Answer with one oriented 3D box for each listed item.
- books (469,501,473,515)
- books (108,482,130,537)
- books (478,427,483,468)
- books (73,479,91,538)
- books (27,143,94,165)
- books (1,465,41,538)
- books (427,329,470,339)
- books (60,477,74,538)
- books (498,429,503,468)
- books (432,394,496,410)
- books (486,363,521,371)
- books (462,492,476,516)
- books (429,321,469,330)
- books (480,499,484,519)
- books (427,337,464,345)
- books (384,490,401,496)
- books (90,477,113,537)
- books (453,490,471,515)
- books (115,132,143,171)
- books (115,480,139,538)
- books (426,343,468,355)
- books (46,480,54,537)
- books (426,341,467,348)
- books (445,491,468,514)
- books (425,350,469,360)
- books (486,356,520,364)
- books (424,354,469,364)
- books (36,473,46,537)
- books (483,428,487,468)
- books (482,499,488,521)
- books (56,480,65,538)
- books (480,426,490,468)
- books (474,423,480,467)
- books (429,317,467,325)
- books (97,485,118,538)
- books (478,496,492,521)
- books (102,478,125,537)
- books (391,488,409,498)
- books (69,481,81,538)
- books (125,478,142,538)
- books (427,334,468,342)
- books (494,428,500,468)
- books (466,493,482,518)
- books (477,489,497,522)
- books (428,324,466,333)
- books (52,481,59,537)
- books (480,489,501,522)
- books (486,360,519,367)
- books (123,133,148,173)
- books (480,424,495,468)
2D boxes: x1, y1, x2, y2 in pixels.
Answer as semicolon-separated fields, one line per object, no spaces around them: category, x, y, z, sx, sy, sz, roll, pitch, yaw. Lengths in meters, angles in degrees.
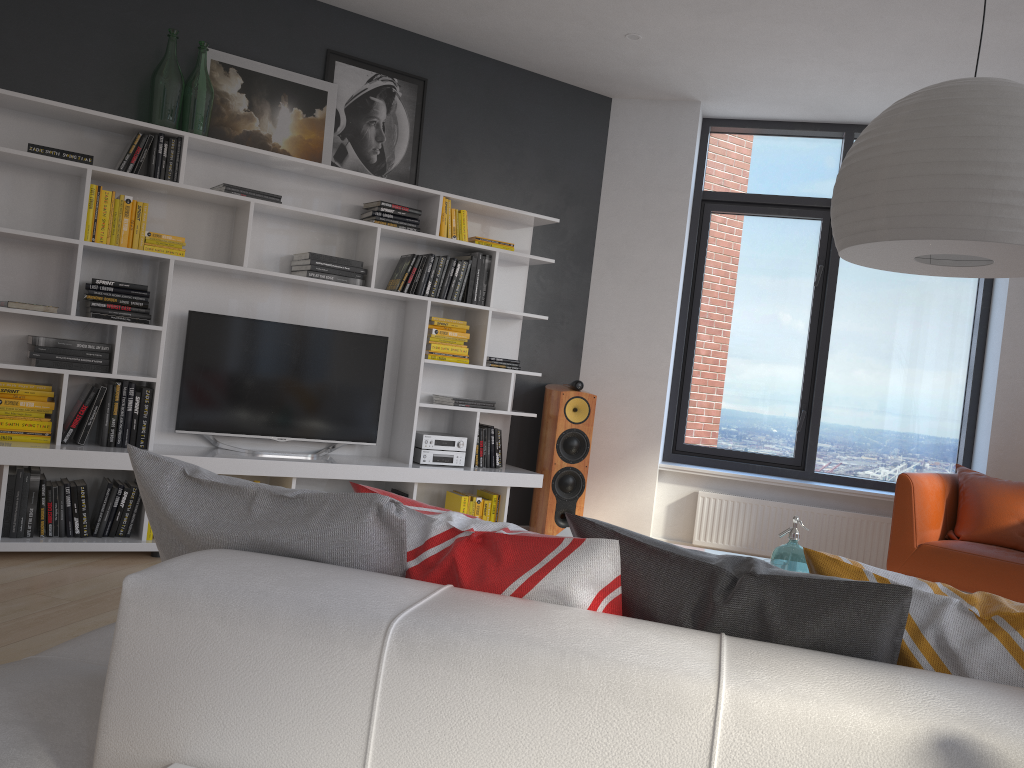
books;-0.288;0.796;5.258;0.024;0.229;0.156;6;0;-31
books;-1.912;0.604;4.289;0.071;0.243;0.179;6;0;-32
books;-0.230;0.376;5.372;0.053;0.240;0.189;6;0;-31
books;-2.039;0.587;4.206;0.083;0.249;0.191;6;0;-31
books;-2.105;-1.053;4.137;0.268;0.046;0.208;6;0;-28
books;-2.266;0.530;4.085;0.128;0.321;0.259;6;0;-31
books;-0.396;-0.298;5.271;0.239;0.033;0.176;6;0;-28
books;-2.096;0.579;4.177;0.066;0.255;0.193;6;0;-32
books;-0.123;0.389;5.461;0.077;0.233;0.179;6;0;-31
books;-0.291;0.109;5.342;0.310;0.047;0.250;6;0;-36
books;-0.077;-0.107;5.401;0.213;0.023;0.161;6;0;-28
books;-0.278;0.784;5.285;0.019;0.251;0.180;6;0;-31
books;-0.388;-0.348;5.270;0.223;0.023;0.163;6;0;-27
books;-0.231;0.796;5.314;0.023;0.239;0.169;6;0;-31
books;-0.413;-0.254;5.246;0.217;0.023;0.145;6;0;-27
books;-0.701;0.738;5.030;0.084;0.249;0.191;6;0;-31
books;-1.980;0.589;4.266;0.066;0.260;0.197;6;0;-31
books;-0.312;0.776;5.267;0.015;0.263;0.199;6;0;-31
books;-1.864;-1.109;4.295;0.096;0.213;0.166;6;0;-33
books;-1.885;0.604;4.319;0.084;0.249;0.191;6;0;-31
books;-0.411;-0.207;5.258;0.243;0.042;0.189;6;0;-31
books;-2.163;0.580;4.140;0.053;0.240;0.189;6;0;-31
books;-0.417;-0.237;5.268;0.251;0.014;0.189;6;0;-28
books;-0.337;0.776;5.249;0.044;0.255;0.198;6;0;-31
books;-0.414;-0.174;5.253;0.257;0.024;0.203;6;0;-28
books;-0.080;-0.146;5.416;0.213;0.023;0.161;6;0;-28
books;-0.410;-0.148;5.248;0.257;0.028;0.194;6;0;-26
books;-2.190;0.561;4.127;0.053;0.268;0.202;6;0;-31
books;-0.206;0.379;5.378;0.049;0.236;0.170;6;0;-31
books;-0.208;0.801;5.324;0.024;0.234;0.172;6;0;-31
books;-2.116;0.582;4.152;0.050;0.242;0.169;6;0;-32
books;-0.183;0.378;5.383;0.050;0.242;0.169;6;0;-32
books;-0.257;0.357;5.358;0.053;0.268;0.202;6;0;-31
books;-0.405;-0.374;5.284;0.223;0.023;0.163;6;0;-27
books;-1.949;0.602;4.253;0.069;0.242;0.172;6;0;-30
books;-0.188;0.803;5.340;0.024;0.234;0.172;6;0;-31
books;-1.940;0.596;4.287;0.075;0.254;0.192;6;0;-32
books;-0.672;0.737;5.048;0.066;0.260;0.197;6;0;-31
books;-2.068;0.588;4.185;0.066;0.242;0.177;6;0;-31
books;-1.856;0.603;4.337;0.066;0.260;0.197;6;0;-31
books;-0.409;-0.273;5.267;0.239;0.019;0.171;6;0;-31
books;-0.134;0.384;5.417;0.066;0.242;0.177;6;0;-31
books;-0.254;0.787;5.297;0.035;0.250;0.185;6;0;-31
books;-0.165;0.788;5.360;0.029;0.270;0.204;6;0;-31
books;-0.399;-0.326;5.269;0.227;0.022;0.160;7;0;-16
books;-2.139;0.583;4.147;0.049;0.236;0.170;6;0;-31
books;-0.146;0.790;5.381;0.025;0.270;0.213;6;0;-31
books;-0.077;-0.126;5.402;0.198;0.015;0.142;6;0;-33
books;-1.840;-1.105;4.317;0.087;0.214;0.171;6;0;-31
books;-0.163;0.375;5.408;0.066;0.255;0.193;6;0;-32
